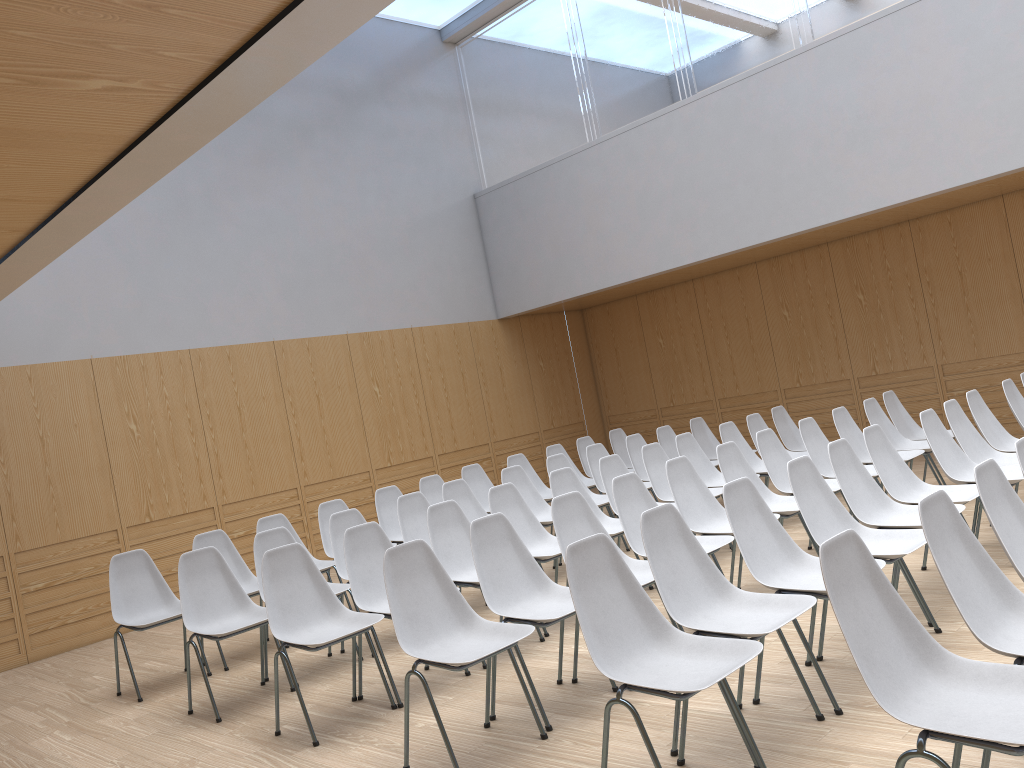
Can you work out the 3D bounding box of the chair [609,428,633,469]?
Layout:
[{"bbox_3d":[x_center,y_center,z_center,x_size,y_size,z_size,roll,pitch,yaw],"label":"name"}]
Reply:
[{"bbox_3d":[1.364,0.881,9.354,0.478,0.876,0.506,-10,-1,-45],"label":"chair"}]

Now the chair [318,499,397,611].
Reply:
[{"bbox_3d":[-1.182,1.317,6.813,0.478,0.876,0.506,-10,-1,-45],"label":"chair"}]

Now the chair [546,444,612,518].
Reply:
[{"bbox_3d":[0.664,1.000,8.629,0.478,0.876,0.506,-10,-1,-45],"label":"chair"}]

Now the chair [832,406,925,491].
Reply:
[{"bbox_3d":[2.713,0.573,6.505,0.478,0.876,0.506,-10,-1,-45],"label":"chair"}]

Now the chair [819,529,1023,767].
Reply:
[{"bbox_3d":[1.112,0.796,2.167,0.478,0.876,0.506,-10,-1,-45],"label":"chair"}]

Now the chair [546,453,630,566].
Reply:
[{"bbox_3d":[0.610,0.984,7.203,0.478,0.876,0.506,-10,-1,-45],"label":"chair"}]

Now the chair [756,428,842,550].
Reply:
[{"bbox_3d":[1.950,0.704,5.800,0.478,0.876,0.506,-10,-1,-45],"label":"chair"}]

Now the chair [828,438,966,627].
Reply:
[{"bbox_3d":[1.918,0.684,4.370,0.478,0.876,0.506,-10,-1,-45],"label":"chair"}]

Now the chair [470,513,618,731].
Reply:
[{"bbox_3d":[0.133,1.015,3.986,0.478,0.876,0.506,-10,-1,-45],"label":"chair"}]

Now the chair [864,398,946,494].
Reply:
[{"bbox_3d":[3.073,0.510,6.825,0.478,0.876,0.506,-10,-1,-45],"label":"chair"}]

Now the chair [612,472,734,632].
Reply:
[{"bbox_3d":[0.862,0.889,4.658,0.478,0.876,0.506,-10,-1,-45],"label":"chair"}]

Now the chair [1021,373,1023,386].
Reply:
[{"bbox_3d":[4.122,0.306,6.513,0.478,0.876,0.506,-10,-1,-45],"label":"chair"}]

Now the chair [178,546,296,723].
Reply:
[{"bbox_3d":[-1.579,1.358,4.979,0.478,0.876,0.506,-10,-1,-45],"label":"chair"}]

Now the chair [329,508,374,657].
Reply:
[{"bbox_3d":[-0.867,1.236,5.703,0.478,0.876,0.506,-10,-1,-45],"label":"chair"}]

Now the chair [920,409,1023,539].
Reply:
[{"bbox_3d":[2.696,0.549,5.051,0.478,0.876,0.506,-10,-1,-45],"label":"chair"}]

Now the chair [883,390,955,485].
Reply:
[{"bbox_3d":[3.400,0.456,7.247,0.478,0.876,0.506,-10,-1,-45],"label":"chair"}]

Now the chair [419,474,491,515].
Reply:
[{"bbox_3d":[-0.468,1.194,7.525,0.478,0.876,0.506,-10,-1,-45],"label":"chair"}]

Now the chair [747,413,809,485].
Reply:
[{"bbox_3d":[2.367,0.659,7.615,0.478,0.876,0.506,-10,-1,-45],"label":"chair"}]

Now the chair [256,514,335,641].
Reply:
[{"bbox_3d":[-1.560,1.382,6.464,0.478,0.876,0.506,-10,-1,-45],"label":"chair"}]

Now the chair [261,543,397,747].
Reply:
[{"bbox_3d":[-0.921,1.221,4.334,0.478,0.876,0.506,-10,-1,-45],"label":"chair"}]

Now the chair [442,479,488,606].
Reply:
[{"bbox_3d":[-0.194,1.124,6.515,0.478,0.876,0.506,-10,-1,-45],"label":"chair"}]

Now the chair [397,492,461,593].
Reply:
[{"bbox_3d":[-0.474,1.169,6.082,0.478,0.876,0.506,-10,-1,-45],"label":"chair"}]

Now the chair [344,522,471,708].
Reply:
[{"bbox_3d":[-0.573,1.161,4.652,0.478,0.876,0.506,-10,-1,-45],"label":"chair"}]

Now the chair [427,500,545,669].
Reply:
[{"bbox_3d":[-0.165,1.091,5.031,0.478,0.876,0.506,-10,-1,-45],"label":"chair"}]

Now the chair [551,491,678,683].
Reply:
[{"bbox_3d":[0.520,0.947,4.277,0.478,0.876,0.506,-10,-1,-45],"label":"chair"}]

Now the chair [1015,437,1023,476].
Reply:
[{"bbox_3d":[2.233,0.603,3.256,0.478,0.876,0.506,-10,-1,-45],"label":"chair"}]

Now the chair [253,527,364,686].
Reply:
[{"bbox_3d":[-1.261,1.305,5.364,0.478,0.876,0.506,-10,-1,-45],"label":"chair"}]

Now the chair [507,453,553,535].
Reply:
[{"bbox_3d":[0.281,1.066,8.234,0.478,0.876,0.506,-10,-1,-45],"label":"chair"}]

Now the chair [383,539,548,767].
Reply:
[{"bbox_3d":[-0.207,1.072,3.591,0.478,0.876,0.506,-10,-1,-45],"label":"chair"}]

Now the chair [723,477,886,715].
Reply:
[{"bbox_3d":[1.206,0.804,3.602,0.478,0.876,0.506,-10,-1,-45],"label":"chair"}]

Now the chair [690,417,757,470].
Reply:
[{"bbox_3d":[2.080,0.732,8.645,0.478,0.876,0.506,-10,-1,-45],"label":"chair"}]

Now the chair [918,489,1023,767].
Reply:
[{"bbox_3d":[1.512,0.726,2.484,0.478,0.876,0.506,-10,-1,-45],"label":"chair"}]

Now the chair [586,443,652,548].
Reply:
[{"bbox_3d":[0.969,0.923,7.589,0.478,0.876,0.506,-10,-1,-45],"label":"chair"}]

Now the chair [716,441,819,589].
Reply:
[{"bbox_3d":[1.590,0.765,5.384,0.478,0.876,0.506,-10,-1,-45],"label":"chair"}]

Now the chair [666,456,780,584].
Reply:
[{"bbox_3d":[1.216,0.829,5.039,0.478,0.876,0.506,-10,-1,-45],"label":"chair"}]

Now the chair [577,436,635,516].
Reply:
[{"bbox_3d":[0.990,0.946,9.008,0.478,0.876,0.506,-10,-1,-45],"label":"chair"}]

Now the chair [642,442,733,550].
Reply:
[{"bbox_3d":[1.284,0.842,6.452,0.478,0.876,0.506,-10,-1,-45],"label":"chair"}]

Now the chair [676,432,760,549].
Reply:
[{"bbox_3d":[1.610,0.788,6.859,0.478,0.876,0.506,-10,-1,-45],"label":"chair"}]

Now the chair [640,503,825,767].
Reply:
[{"bbox_3d":[0.814,0.873,3.268,0.478,0.876,0.506,-10,-1,-45],"label":"chair"}]

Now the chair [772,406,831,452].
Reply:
[{"bbox_3d":[2.699,0.603,8.003,0.478,0.876,0.506,-10,-1,-45],"label":"chair"}]

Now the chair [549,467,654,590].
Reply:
[{"bbox_3d":[0.574,0.964,5.769,0.478,0.876,0.506,-10,-1,-45],"label":"chair"}]

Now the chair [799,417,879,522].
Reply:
[{"bbox_3d":[2.330,0.638,6.097,0.478,0.876,0.506,-10,-1,-45],"label":"chair"}]

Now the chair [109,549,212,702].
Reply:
[{"bbox_3d":[-2.298,1.507,5.699,0.478,0.876,0.506,-10,-1,-45],"label":"chair"}]

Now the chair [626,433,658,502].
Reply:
[{"bbox_3d":[1.353,0.856,7.906,0.478,0.876,0.506,-10,-1,-45],"label":"chair"}]

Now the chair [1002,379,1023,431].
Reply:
[{"bbox_3d":[3.783,0.363,6.148,0.478,0.876,0.506,-10,-1,-45],"label":"chair"}]

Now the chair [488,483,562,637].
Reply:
[{"bbox_3d":[0.180,1.033,5.432,0.478,0.876,0.506,-10,-1,-45],"label":"chair"}]

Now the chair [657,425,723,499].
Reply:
[{"bbox_3d":[1.694,0.799,8.284,0.478,0.876,0.506,-10,-1,-45],"label":"chair"}]

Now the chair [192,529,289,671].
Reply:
[{"bbox_3d":[-1.889,1.437,6.068,0.478,0.876,0.506,-10,-1,-45],"label":"chair"}]

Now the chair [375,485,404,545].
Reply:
[{"bbox_3d":[-0.795,1.250,7.174,0.478,0.876,0.506,-10,-1,-45],"label":"chair"}]

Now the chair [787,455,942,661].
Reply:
[{"bbox_3d":[1.584,0.739,3.954,0.478,0.876,0.506,-10,-1,-45],"label":"chair"}]

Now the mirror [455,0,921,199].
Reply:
[{"bbox_3d":[5.526,-4.738,5.328,0.253,2.089,17.833,-10,-1,-45],"label":"mirror"}]

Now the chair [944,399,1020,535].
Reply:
[{"bbox_3d":[3.005,0.497,5.398,0.478,0.876,0.506,-10,-1,-45],"label":"chair"}]

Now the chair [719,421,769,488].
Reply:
[{"bbox_3d":[2.029,0.715,7.182,0.478,0.876,0.506,-10,-1,-45],"label":"chair"}]

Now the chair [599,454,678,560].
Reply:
[{"bbox_3d":[0.934,0.902,6.088,0.478,0.876,0.506,-10,-1,-45],"label":"chair"}]

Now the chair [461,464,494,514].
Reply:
[{"bbox_3d":[-0.132,1.139,7.975,0.478,0.876,0.506,-10,-1,-45],"label":"chair"}]

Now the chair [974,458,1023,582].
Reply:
[{"bbox_3d":[1.878,0.664,2.875,0.478,0.876,0.506,-10,-1,-45],"label":"chair"}]

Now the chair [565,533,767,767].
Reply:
[{"bbox_3d":[0.504,0.924,2.863,0.478,0.876,0.506,-10,-1,-45],"label":"chair"}]

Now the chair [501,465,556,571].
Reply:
[{"bbox_3d":[0.243,1.047,6.811,0.478,0.876,0.506,-10,-1,-45],"label":"chair"}]

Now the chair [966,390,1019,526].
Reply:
[{"bbox_3d":[3.348,0.439,5.797,0.478,0.876,0.506,-10,-1,-45],"label":"chair"}]

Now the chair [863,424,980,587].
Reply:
[{"bbox_3d":[2.252,0.628,4.761,0.478,0.876,0.506,-10,-1,-45],"label":"chair"}]
